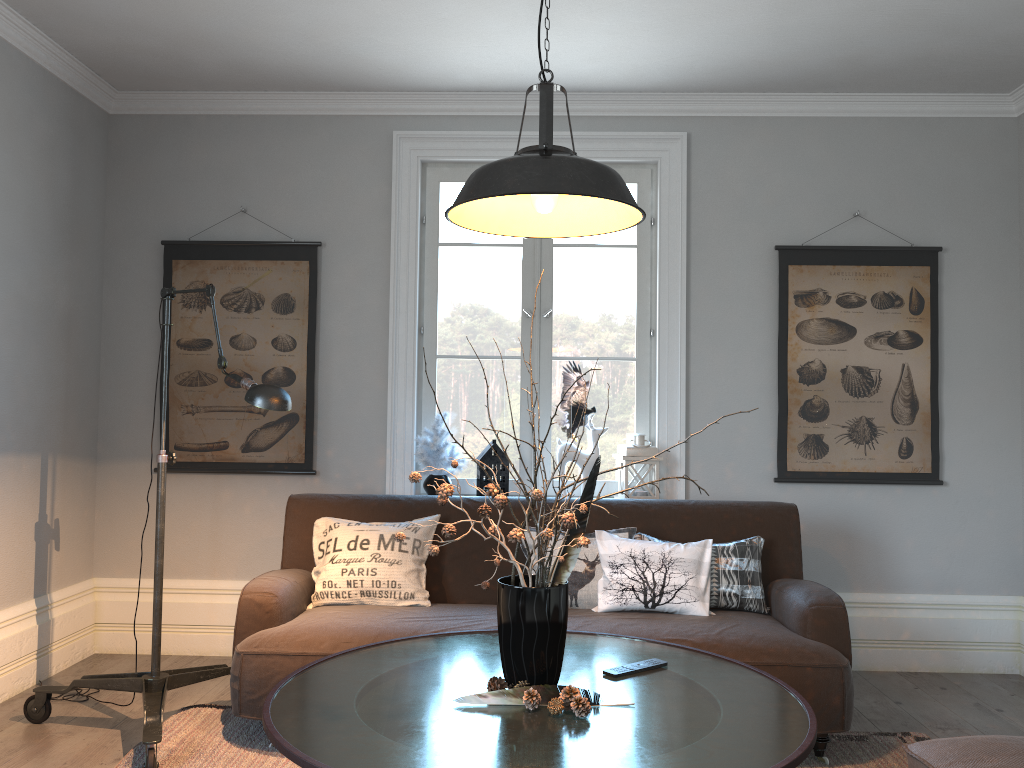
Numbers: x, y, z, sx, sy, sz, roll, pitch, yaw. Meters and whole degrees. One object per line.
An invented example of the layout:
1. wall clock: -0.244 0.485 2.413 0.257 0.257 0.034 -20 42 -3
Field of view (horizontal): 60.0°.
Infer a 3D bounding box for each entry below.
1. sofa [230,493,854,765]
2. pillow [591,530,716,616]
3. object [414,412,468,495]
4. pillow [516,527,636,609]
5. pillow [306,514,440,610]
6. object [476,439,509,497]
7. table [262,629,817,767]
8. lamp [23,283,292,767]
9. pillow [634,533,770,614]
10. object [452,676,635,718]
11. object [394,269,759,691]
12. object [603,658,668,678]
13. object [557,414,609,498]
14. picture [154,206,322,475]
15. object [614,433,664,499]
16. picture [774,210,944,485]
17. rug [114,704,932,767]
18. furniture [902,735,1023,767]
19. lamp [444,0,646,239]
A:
1. sofa: 0.105 0.882 3.402 2.165 0.825 0.968 1 -2 2
2. pillow: 0.539 0.723 3.389 0.471 0.309 0.188 1 -2 2
3. object: -0.363 0.331 4.225 0.262 0.424 0.247 -1 -3 37
4. pillow: 0.249 0.731 3.473 0.472 0.348 0.159 1 -3 -1
5. pillow: -0.557 0.710 3.538 0.519 0.369 0.240 1 -2 2
6. object: -0.092 0.406 4.221 0.155 0.285 0.155 1 -3 -8
7. table: 0.059 1.006 2.167 1.300 0.503 1.299 1 -2 -5
8. lamp: -1.378 0.463 3.500 1.864 1.645 0.797 -1 -3 39
9. pillow: 0.743 0.742 3.494 0.542 0.288 0.183 1 -2 3
10. object: 0.075 0.727 2.088 0.404 0.067 0.153 0 -2 19
11. object: 0.173 0.225 2.134 0.853 1.066 0.525 2 -3 -27
12. object: 0.334 0.765 2.393 0.207 0.011 0.051 3 -3 -38
13. object: 0.328 0.345 4.132 0.239 0.410 0.128 1 -3 -2
14. picture: -1.333 -0.220 4.334 0.793 1.313 0.057 1 -3 2
15. object: 0.596 0.394 4.180 0.193 0.322 0.193 1 -2 -4
16. picture: 1.653 -0.181 4.242 0.793 1.313 0.057 1 -3 2
17. rug: 0.086 1.203 2.193 2.818 0.090 2.399 1 -2 2
18. furniture: 1.209 1.027 1.877 0.583 0.440 0.574 1 -2 2
19. lamp: 0.090 -0.953 2.254 0.504 1.076 0.504 3 -3 -41
